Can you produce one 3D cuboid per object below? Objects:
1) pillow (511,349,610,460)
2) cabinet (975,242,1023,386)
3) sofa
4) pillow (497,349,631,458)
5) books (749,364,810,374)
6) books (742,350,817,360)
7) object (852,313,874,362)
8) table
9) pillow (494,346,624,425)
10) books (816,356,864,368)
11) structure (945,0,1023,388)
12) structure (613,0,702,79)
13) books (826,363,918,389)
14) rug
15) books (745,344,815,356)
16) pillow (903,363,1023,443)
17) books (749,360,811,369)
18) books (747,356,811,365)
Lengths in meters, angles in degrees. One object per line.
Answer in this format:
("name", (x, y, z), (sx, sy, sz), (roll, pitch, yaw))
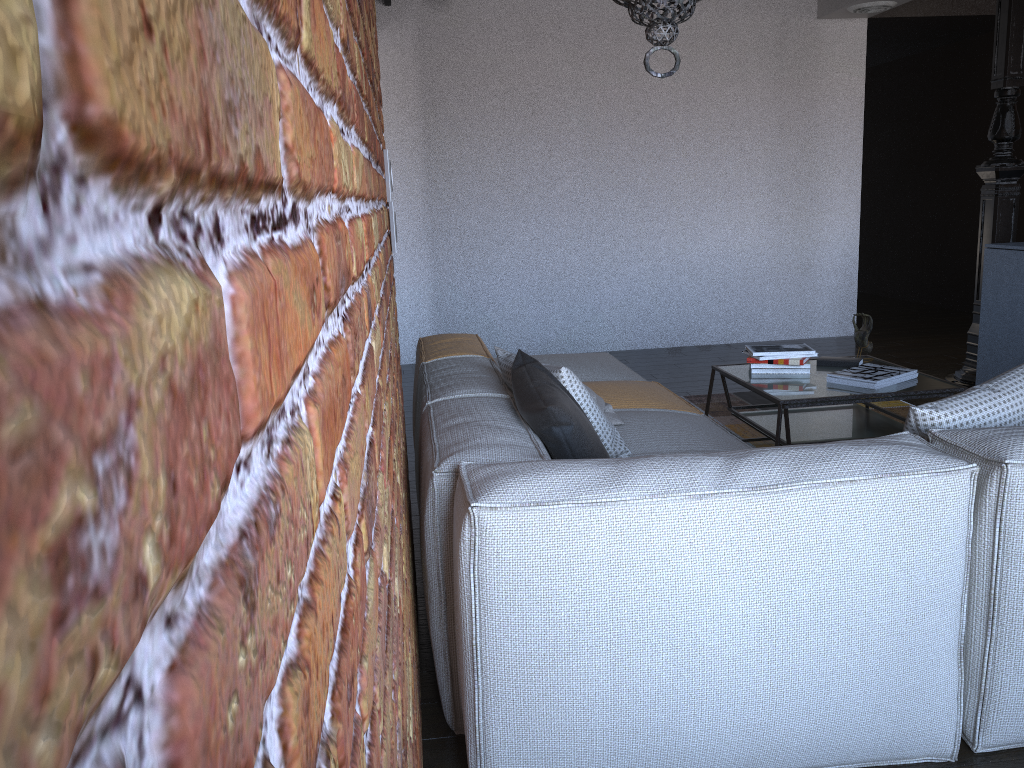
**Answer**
("pillow", (0.142, 0.128, 2.426), (0.263, 0.401, 0.509), (-5, 12, -12))
("cabinet", (3.106, -0.091, 3.582), (0.607, 0.845, 2.956), (-4, 12, -6))
("sofa", (0.898, 0.149, 3.369), (2.536, 0.698, 3.296), (-4, 12, -7))
("pillow", (0.156, 0.072, 2.765), (0.293, 0.355, 0.495), (-7, 13, -20))
("books", (1.184, -0.076, 3.932), (0.247, 0.024, 0.208), (0, 12, 13))
("books", (1.181, -0.137, 3.916), (0.268, 0.014, 0.196), (-4, 12, -7))
("object", (1.591, -0.218, 4.029), (0.099, 0.223, 0.093), (5, 14, 33))
("table", (1.346, 0.153, 3.791), (0.842, 0.389, 0.847), (-4, 12, -6))
("pillow", (0.181, 0.024, 3.136), (0.485, 0.314, 0.358), (6, 15, 36))
("books", (1.472, -0.102, 3.977), (0.182, 0.029, 0.129), (4, 14, 30))
("structure", (-0.786, -0.674, 3.405), (8.511, 2.397, 0.481), (-8, 13, -25))
("structure", (0.097, -0.965, 0.611), (0.389, 1.439, 0.338), (-4, 12, -6))
("books", (1.477, -0.033, 3.636), (0.308, 0.038, 0.225), (-11, 14, -35))
("rug", (1.554, 0.277, 4.184), (1.432, 0.013, 2.361), (-4, 12, -6))
("books", (1.180, -0.152, 3.913), (0.268, 0.014, 0.196), (-2, 12, 5))
("pillow", (1.138, 0.134, 2.202), (0.543, 0.402, 0.250), (-8, 13, -23))
("books", (1.182, -0.099, 3.928), (0.251, 0.023, 0.208), (0, 12, 13))
("books", (1.175, -0.115, 3.901), (0.239, 0.023, 0.190), (4, 13, 28))
